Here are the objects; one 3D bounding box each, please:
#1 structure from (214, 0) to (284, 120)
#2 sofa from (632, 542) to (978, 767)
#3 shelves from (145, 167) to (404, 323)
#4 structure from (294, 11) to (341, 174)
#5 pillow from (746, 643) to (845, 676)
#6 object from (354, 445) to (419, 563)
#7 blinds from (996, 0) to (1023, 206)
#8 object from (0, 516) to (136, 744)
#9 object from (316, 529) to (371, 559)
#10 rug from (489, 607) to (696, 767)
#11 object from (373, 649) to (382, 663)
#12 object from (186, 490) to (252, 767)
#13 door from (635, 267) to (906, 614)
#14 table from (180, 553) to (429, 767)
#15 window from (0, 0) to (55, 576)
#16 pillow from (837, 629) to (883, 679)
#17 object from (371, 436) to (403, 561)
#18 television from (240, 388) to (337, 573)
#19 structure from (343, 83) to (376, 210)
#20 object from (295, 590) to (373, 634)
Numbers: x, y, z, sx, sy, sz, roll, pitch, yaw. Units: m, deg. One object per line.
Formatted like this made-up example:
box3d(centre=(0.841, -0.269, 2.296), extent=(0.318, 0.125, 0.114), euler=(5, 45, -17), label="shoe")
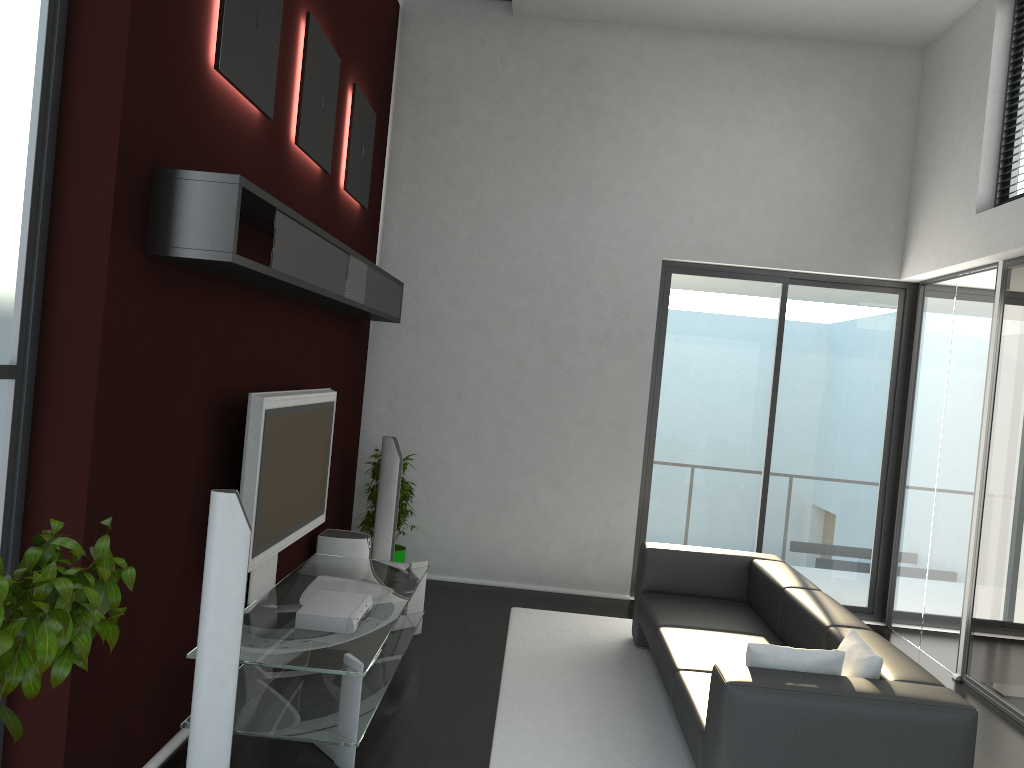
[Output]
box3d(centre=(-1.109, -1.553, 3.743), extent=(0.055, 0.676, 0.678), euler=(5, 1, 2), label="structure")
box3d(centre=(1.234, 1.412, 4.538), extent=(0.943, 0.652, 2.781), euler=(5, 1, 2), label="sofa")
box3d(centre=(-1.094, -0.584, 3.147), extent=(0.305, 0.301, 6.988), euler=(5, 1, 2), label="shelves")
box3d(centre=(-1.070, -1.563, 4.850), extent=(0.055, 0.676, 0.678), euler=(5, 1, 2), label="structure")
box3d(centre=(1.086, 1.189, 3.490), extent=(0.376, 0.358, 0.186), euler=(5, 1, 3), label="pillow")
box3d(centre=(-0.949, 0.989, 6.648), extent=(0.507, 1.068, 0.599), euler=(5, 1, -13), label="object")
box3d(centre=(3.191, -1.824, 5.185), extent=(0.048, 1.372, 1.076), euler=(5, 1, 2), label="blinds")
box3d(centre=(-0.924, 0.837, 1.189), extent=(0.646, 1.515, 0.994), euler=(5, 1, -6), label="object")
box3d(centre=(-1.109, 1.249, 5.832), extent=(0.323, 0.518, 0.286), euler=(5, 1, 2), label="object")
box3d(centre=(0.862, 1.721, 4.542), extent=(1.875, 0.009, 3.695), euler=(5, 1, 2), label="rug")
box3d(centre=(-0.782, 1.363, 4.612), extent=(0.182, 0.090, 0.470), euler=(5, 1, 2), label="object")
box3d(centre=(-1.065, 0.961, 3.241), extent=(0.215, 1.141, 0.228), euler=(5, 1, -13), label="object")
box3d(centre=(2.053, 0.449, 7.074), extent=(1.900, 2.600, 0.050), euler=(5, 1, 2), label="door")
box3d(centre=(-0.931, 1.004, 4.614), extent=(0.771, 1.093, 2.046), euler=(5, 1, 2), label="table")
box3d(centre=(-1.487, -0.731, 2.360), extent=(0.025, 4.400, 0.800), euler=(5, 1, 2), label="window")
box3d(centre=(1.356, 1.213, 3.580), extent=(0.169, 0.361, 0.376), euler=(5, 1, 4), label="pillow")
box3d(centre=(-0.877, 0.941, 6.184), extent=(0.215, 1.141, 0.228), euler=(6, 1, 17), label="object")
box3d(centre=(-1.149, 0.435, 4.592), extent=(0.099, 0.807, 1.436), euler=(5, 1, 2), label="television")
box3d(centre=(-1.032, -1.574, 5.957), extent=(0.055, 0.676, 0.678), euler=(5, 1, 2), label="structure")
box3d(centre=(-0.851, 1.097, 4.286), extent=(0.273, 0.073, 0.439), euler=(5, 1, 2), label="object")
